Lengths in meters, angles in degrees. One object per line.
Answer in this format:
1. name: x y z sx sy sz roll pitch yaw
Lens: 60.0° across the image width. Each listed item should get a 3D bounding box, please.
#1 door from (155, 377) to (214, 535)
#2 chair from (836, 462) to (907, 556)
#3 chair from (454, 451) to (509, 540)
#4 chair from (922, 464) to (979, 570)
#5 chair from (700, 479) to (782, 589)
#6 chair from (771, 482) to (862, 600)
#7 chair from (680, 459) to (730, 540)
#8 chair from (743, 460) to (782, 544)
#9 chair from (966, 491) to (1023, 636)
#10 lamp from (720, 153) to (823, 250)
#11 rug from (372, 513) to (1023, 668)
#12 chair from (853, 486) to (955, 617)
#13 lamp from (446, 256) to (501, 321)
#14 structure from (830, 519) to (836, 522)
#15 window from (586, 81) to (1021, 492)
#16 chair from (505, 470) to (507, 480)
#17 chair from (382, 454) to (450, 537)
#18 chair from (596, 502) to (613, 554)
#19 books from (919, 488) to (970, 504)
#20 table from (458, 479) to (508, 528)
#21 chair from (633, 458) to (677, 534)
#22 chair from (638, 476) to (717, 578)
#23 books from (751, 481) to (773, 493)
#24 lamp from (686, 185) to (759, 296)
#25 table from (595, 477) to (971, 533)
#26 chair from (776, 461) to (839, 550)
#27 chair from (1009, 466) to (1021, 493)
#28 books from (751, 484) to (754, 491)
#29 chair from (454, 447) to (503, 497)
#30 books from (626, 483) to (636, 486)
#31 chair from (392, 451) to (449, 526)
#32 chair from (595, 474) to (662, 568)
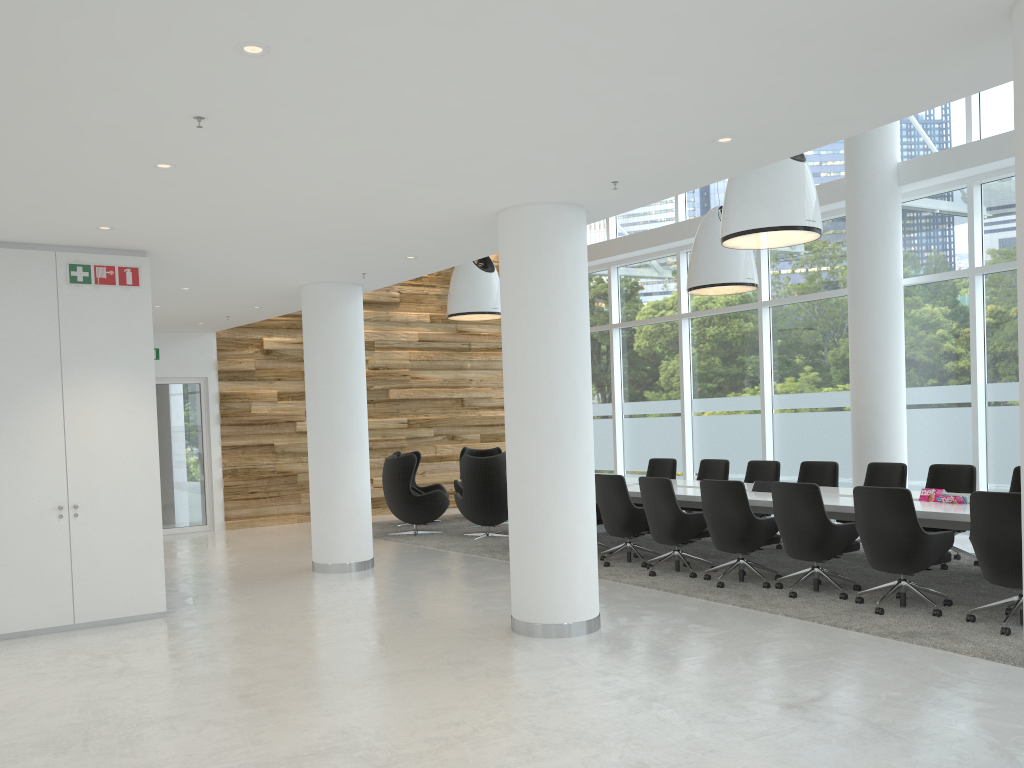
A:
1. door: -5.486 1.107 13.391 1.803 2.405 0.132 -2 2 -33
2. chair: 3.804 1.324 9.345 0.673 0.968 0.685 -2 0 -30
3. chair: -0.313 1.486 11.998 0.913 1.154 0.917 -2 0 -15
4. chair: 4.192 1.284 8.687 0.673 0.968 0.686 -2 0 -35
5. chair: 2.071 1.337 8.074 0.673 0.968 0.686 -2 1 -40
6. chair: 2.563 1.297 7.519 0.673 0.968 0.686 -2 0 -35
7. chair: 2.412 1.448 11.221 0.673 0.968 0.686 -2 0 -35
8. chair: 2.844 1.405 10.530 0.673 0.968 0.686 -2 0 -35
9. chair: 3.526 1.207 6.131 0.673 0.968 0.686 -2 1 -40
10. lamp: 2.241 -3.104 7.855 0.884 3.653 0.882 -2 2 10
11. rug: 2.411 1.859 9.239 3.934 0.010 13.458 -1 -3 -35
12. chair: 2.995 1.254 6.828 0.673 0.968 0.686 -2 0 -35
13. lamp: -0.587 -2.799 12.987 0.884 3.653 0.882 -2 1 3
14. structure: 3.733 1.866 13.249 0.150 0.214 2.691 -2 -2 -37
15. window: -13.890 -0.882 2.859 62.900 6.149 30.810 -2 -2 5
16. chair: 0.271 1.505 10.694 0.673 0.968 0.685 -2 0 -30
17. chair: -1.347 1.542 12.481 0.914 1.154 0.916 -2 0 45
18. chair: 0.736 1.462 10.027 0.673 0.968 0.686 -2 0 -35
19. books: 3.709 1.051 7.614 0.230 0.275 0.597 -2 -2 -15
20. table: -0.384 1.757 13.147 0.799 0.697 0.799 -2 -1 -10
21. chair: 1.881 1.495 11.919 0.673 0.968 0.686 -2 1 -40
22. chair: 1.603 1.378 8.704 0.673 0.968 0.685 -2 0 -30
23. books: 2.630 1.129 9.208 0.139 0.230 0.357 -3 -1 -35
24. lamp: 2.566 -2.990 11.041 0.884 3.653 0.882 -2 2 8
25. table: 2.718 1.469 9.039 1.498 0.740 6.561 -1 -2 -35
26. chair: 3.336 1.366 9.976 0.673 0.968 0.686 -2 1 -40
27. chair: 4.671 1.240 8.022 0.673 0.968 0.686 -2 0 -35
28. books: 2.633 1.147 9.234 0.158 0.241 0.352 -2 -1 -35
29. chair: -0.494 1.584 14.320 0.913 1.154 0.917 -2 0 -15
30. books: 1.304 1.196 10.530 0.224 0.026 0.264 -1 -2 -25
31. chair: -1.446 1.592 13.648 0.917 1.154 0.913 -2 0 15
32. chair: 1.216 1.418 9.363 0.673 0.968 0.686 -2 0 -35
